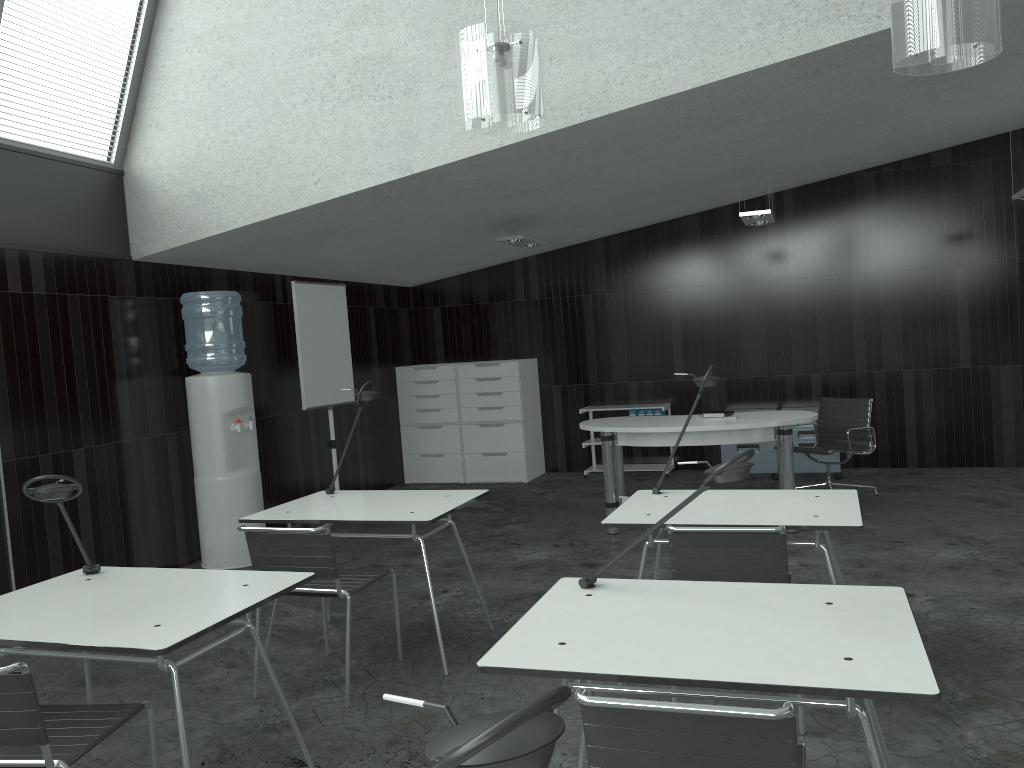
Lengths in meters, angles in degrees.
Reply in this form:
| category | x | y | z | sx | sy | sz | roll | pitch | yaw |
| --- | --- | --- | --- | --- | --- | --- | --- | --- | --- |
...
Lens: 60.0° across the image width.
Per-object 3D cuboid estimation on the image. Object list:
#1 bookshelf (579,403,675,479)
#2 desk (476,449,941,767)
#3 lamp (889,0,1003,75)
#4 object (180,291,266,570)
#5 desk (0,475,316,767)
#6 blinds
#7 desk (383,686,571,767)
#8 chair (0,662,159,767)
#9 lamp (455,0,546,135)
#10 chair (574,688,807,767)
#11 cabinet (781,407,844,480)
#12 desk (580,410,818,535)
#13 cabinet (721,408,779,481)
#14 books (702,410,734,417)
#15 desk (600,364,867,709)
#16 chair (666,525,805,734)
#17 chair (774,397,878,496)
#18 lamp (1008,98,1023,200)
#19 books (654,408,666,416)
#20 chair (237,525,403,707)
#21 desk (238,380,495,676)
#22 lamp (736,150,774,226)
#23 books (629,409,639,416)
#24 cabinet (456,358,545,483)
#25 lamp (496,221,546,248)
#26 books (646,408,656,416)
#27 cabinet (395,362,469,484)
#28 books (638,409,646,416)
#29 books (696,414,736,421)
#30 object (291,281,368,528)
| category | x | y | z | sx | sy | sz | roll | pitch | yaw |
| --- | --- | --- | --- | --- | --- | --- | --- | --- | --- |
| bookshelf | 1.102 | 0.604 | 8.459 | 0.817 | 0.739 | 0.403 | -3 | 3 | 19 |
| desk | 0.464 | 0.758 | 2.065 | 0.900 | 1.153 | 0.700 | -3 | 3 | 19 |
| lamp | 1.470 | -2.433 | 3.104 | 0.350 | 2.307 | 0.359 | -3 | 3 | 19 |
| object | -1.891 | 0.323 | 5.809 | 0.436 | 1.967 | 0.436 | -3 | 3 | 9 |
| desk | -1.132 | 0.841 | 2.583 | 0.900 | 1.153 | 0.700 | -3 | 3 | 19 |
| blinds | -2.167 | -2.961 | 4.704 | 1.106 | 2.982 | 0.889 | -3 | 3 | 19 |
| desk | -0.070 | 0.863 | 0.684 | 0.900 | 1.153 | 0.700 | -3 | 3 | 19 |
| chair | -1.212 | 1.057 | 2.217 | 0.428 | 0.765 | 0.555 | -4 | 3 | 7 |
| lamp | -0.128 | -2.622 | 3.631 | 0.350 | 2.848 | 0.359 | -3 | 3 | 19 |
| chair | 0.395 | 0.969 | 1.790 | 0.428 | 0.765 | 0.555 | -3 | 3 | 19 |
| cabinet | 2.640 | 0.578 | 7.841 | 0.502 | 0.648 | 0.598 | -3 | 3 | 18 |
| desk | 1.261 | 0.676 | 6.009 | 1.600 | 0.818 | 0.910 | -3 | 3 | 14 |
| cabinet | 2.154 | 0.603 | 8.008 | 0.502 | 0.648 | 0.598 | -3 | 3 | 18 |
| books | 1.388 | 0.224 | 5.971 | 0.164 | 0.032 | 0.183 | -2 | 3 | 32 |
| desk | 0.863 | 0.579 | 3.419 | 0.900 | 1.321 | 0.700 | -3 | 3 | 20 |
| chair | 0.790 | 0.875 | 3.133 | 0.428 | 0.765 | 0.555 | -3 | 3 | 18 |
| chair | 2.412 | 0.554 | 6.807 | 0.587 | 0.825 | 0.560 | -6 | 3 | -32 |
| lamp | 3.334 | -3.179 | 5.716 | 0.212 | 3.595 | 0.600 | -3 | 3 | 19 |
| books | 1.401 | 0.413 | 8.352 | 0.072 | 0.320 | 0.262 | -3 | 3 | 19 |
| chair | -0.762 | 0.958 | 3.582 | 0.428 | 0.765 | 0.555 | -3 | 3 | 20 |
| desk | -0.632 | 0.654 | 3.962 | 0.900 | 1.321 | 0.700 | -3 | 3 | 19 |
| lamp | 1.646 | -3.093 | 6.293 | 0.212 | 3.595 | 0.600 | -3 | 3 | 19 |
| books | 1.178 | 0.424 | 8.428 | 0.072 | 0.320 | 0.262 | -3 | 3 | 19 |
| cabinet | -0.101 | 0.393 | 8.758 | 0.639 | 1.292 | 0.587 | -3 | 3 | 19 |
| lamp | -0.042 | -3.007 | 6.870 | 0.212 | 3.595 | 0.600 | -3 | 3 | 19 |
| books | 1.330 | 0.416 | 8.376 | 0.072 | 0.320 | 0.262 | -3 | 3 | 19 |
| cabinet | -0.713 | 0.424 | 8.967 | 0.639 | 1.292 | 0.587 | -3 | 3 | 19 |
| books | 1.259 | 0.420 | 8.400 | 0.072 | 0.320 | 0.262 | -3 | 3 | 19 |
| books | 1.382 | 0.247 | 6.017 | 0.210 | 0.021 | 0.297 | -4 | 3 | 2 |
| object | -1.425 | 0.175 | 6.889 | 0.560 | 2.091 | 0.553 | -5 | 3 | -18 |
